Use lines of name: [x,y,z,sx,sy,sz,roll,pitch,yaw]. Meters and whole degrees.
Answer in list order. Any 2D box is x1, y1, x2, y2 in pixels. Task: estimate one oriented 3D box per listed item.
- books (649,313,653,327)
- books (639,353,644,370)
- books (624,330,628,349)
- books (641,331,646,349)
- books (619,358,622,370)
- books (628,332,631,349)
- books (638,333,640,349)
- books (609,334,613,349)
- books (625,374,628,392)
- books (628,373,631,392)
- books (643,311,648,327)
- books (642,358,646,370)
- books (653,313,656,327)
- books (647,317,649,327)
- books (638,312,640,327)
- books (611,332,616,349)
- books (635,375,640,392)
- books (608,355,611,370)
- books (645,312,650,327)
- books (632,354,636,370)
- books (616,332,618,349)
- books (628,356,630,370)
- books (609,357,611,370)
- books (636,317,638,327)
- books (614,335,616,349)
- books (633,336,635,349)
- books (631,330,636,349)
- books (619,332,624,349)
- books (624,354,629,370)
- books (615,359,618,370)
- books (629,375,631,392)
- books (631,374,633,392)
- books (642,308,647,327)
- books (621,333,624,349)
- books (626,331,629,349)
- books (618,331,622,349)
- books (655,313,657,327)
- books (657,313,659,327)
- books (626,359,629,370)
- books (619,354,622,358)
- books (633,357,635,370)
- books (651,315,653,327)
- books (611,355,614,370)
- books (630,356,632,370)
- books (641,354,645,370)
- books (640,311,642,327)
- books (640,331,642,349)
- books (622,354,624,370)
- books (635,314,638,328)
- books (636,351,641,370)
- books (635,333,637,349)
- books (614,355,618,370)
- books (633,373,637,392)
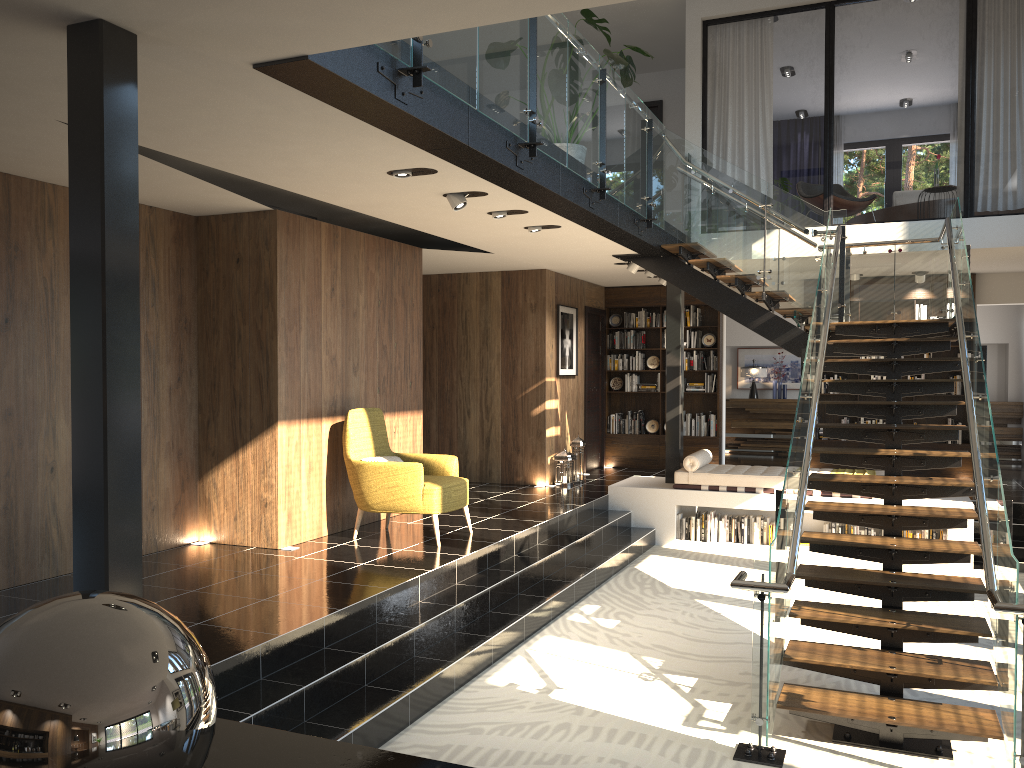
books: [2.065,-0.941,13.095,0.030,0.217,0.165,1,1,23]
books: [1.915,-0.334,13.143,0.021,0.260,0.197,1,1,23]
books: [1.701,-0.664,13.233,0.015,0.288,0.154,1,1,23]
books: [1.950,-0.652,13.138,0.035,0.267,0.133,1,1,23]
books: [1.645,-0.296,13.261,0.035,0.180,0.164,1,1,23]
books: [1.759,-0.647,13.214,0.032,0.255,0.160,1,1,23]
books: [1.898,-0.640,13.154,0.024,0.242,0.144,1,1,23]
books: [1.486,-0.637,13.320,0.023,0.231,0.143,1,1,23]
books: [1.725,-0.016,13.208,0.026,0.257,0.192,1,1,23]
books: [1.750,-0.024,13.209,0.018,0.275,0.144,1,1,23]
books: [1.978,-0.955,13.107,0.020,0.245,0.228,1,1,23]
books: [1.957,-0.294,13.138,0.015,0.181,0.136,1,1,23]
books: [2.112,-0.937,13.060,0.027,0.212,0.180,1,1,23]
books: [2.036,-0.907,13.119,0.040,0.149,0.125,1,1,23]
books: [1.911,-0.948,13.123,0.039,0.230,0.205,1,1,23]
books: [1.534,-0.649,13.320,0.066,0.255,0.127,1,1,23]
books: [1.865,-0.013,13.193,0.030,0.253,0.138,1,1,23]
books: [1.476,-0.319,13.355,0.030,0.224,0.166,1,1,23]
books: [2.000,-0.949,13.109,0.020,0.235,0.206,1,1,23]
books: [1.817,-0.326,13.194,0.020,0.243,0.154,1,1,23]
books: [1.593,-0.648,13.267,0.035,0.255,0.183,1,1,23]
books: [1.772,-0.313,13.222,0.053,0.216,0.151,1,1,23]
books: [1.509,-0.303,13.336,0.045,0.192,0.164,1,1,23]
books: [1.884,-0.911,13.155,0.035,0.156,0.186,1,1,23]
books: [1.566,-0.623,13.280,0.025,0.204,0.192,1,1,23]
books: [1.825,-0.613,13.155,0.025,0.188,0.181,1,1,23]
books: [1.804,-0.656,13.176,0.033,0.273,0.189,1,1,23]
books: [1.642,-0.650,13.247,0.027,0.261,0.181,1,1,23]
books: [1.704,-0.324,13.229,0.026,0.237,0.164,1,1,23]
books: [1.583,-0.291,13.303,0.037,0.169,0.148,1,1,23]
books: [1.783,-0.009,13.223,0.031,0.245,0.120,1,1,23]
books: [1.806,-0.020,13.206,0.024,0.265,0.147,1,1,23]
books: [1.953,-0.971,13.091,0.012,0.278,0.228,1,1,23]
books: [1.664,-0.641,13.217,0.039,0.243,0.179,1,1,23]
books: [1.726,-0.652,13.200,0.019,0.264,0.175,1,1,23]
books: [1.618,-0.654,13.252,0.022,0.267,0.197,1,1,23]
books: [2.140,-0.937,13.040,0.039,0.212,0.172,1,1,23]
books: [2.163,-0.932,13.015,0.023,0.202,0.201,1,1,23]
books: [1.733,-0.289,13.231,0.026,0.167,0.173,1,1,23]
books: [1.631,-0.324,13.297,0.019,0.236,0.139,1,1,23]
books: [1.834,-0.301,13.175,0.025,0.194,0.172,1,1,23]
books: [2.079,-0.917,13.053,0.029,0.172,0.187,1,1,23]
books: [1.528,-0.323,13.295,0.022,0.235,0.194,1,1,23]
books: [1.790,-0.307,13.177,0.016,0.206,0.204,1,1,23]
books: [1.943,-0.326,13.154,0.023,0.245,0.133,1,1,23]
books: [1.936,-0.952,13.099,0.025,0.239,0.220,1,1,23]
books: [1.922,-0.650,13.149,0.025,0.263,0.147,1,1,23]
books: [1.683,-0.323,13.260,0.036,0.235,0.169,1,1,23]
books: [1.867,-0.935,13.192,0.025,0.203,0.156,1,1,23]
books: [1.878,-0.346,13.155,0.018,0.284,0.198,1,1,23]
books: [1.864,-0.639,13.177,0.028,0.240,0.148,1,1,23]
books: [1.565,-0.322,13.330,0.018,0.232,0.123,1,1,23]
books: [1.829,-0.026,13.188,0.032,0.279,0.133,1,1,23]
